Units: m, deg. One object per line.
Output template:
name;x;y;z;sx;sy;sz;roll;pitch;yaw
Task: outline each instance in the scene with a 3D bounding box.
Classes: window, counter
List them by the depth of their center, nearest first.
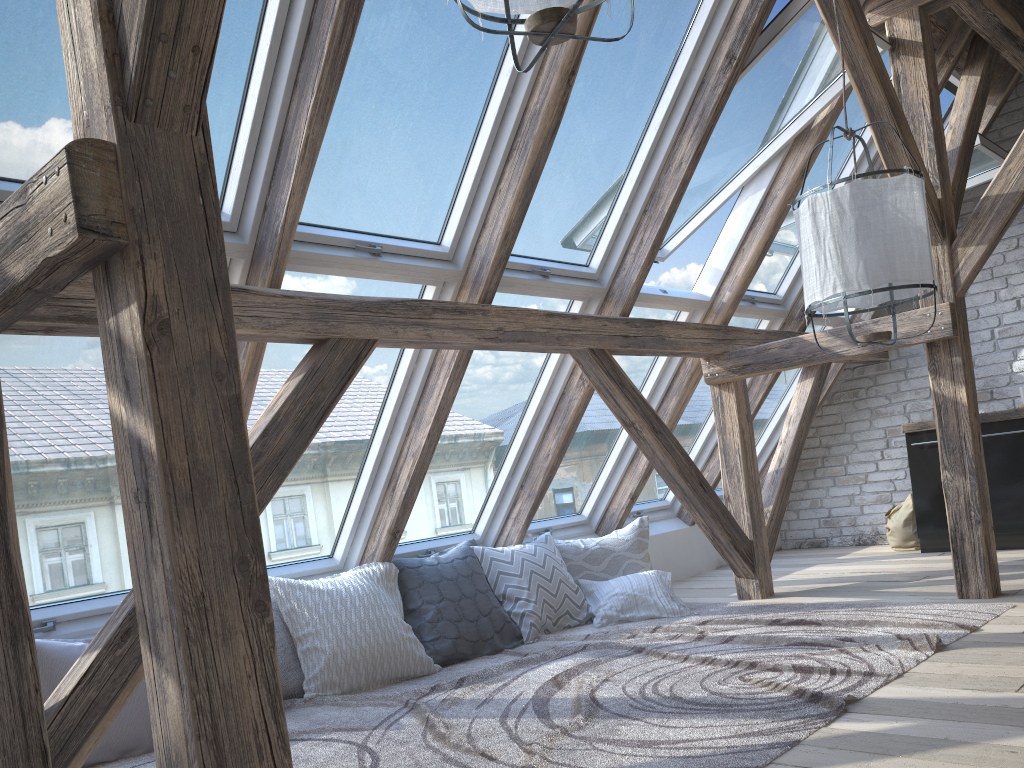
window;-0.872;-1.126;2.176;1.107;1.273;0.850;-10;-3;43
window;-0.240;-1.129;2.839;1.107;1.273;0.850;-10;-3;43
window;-1.434;0.226;2.877;1.107;1.273;0.850;-10;-3;43
window;0.393;-1.131;3.501;1.107;1.273;0.850;-10;-3;43
window;-0.801;0.223;3.540;1.107;1.273;0.850;-10;-3;43
counter;3.581;0.356;4.004;3.854;0.849;2.231;-13;-8;43
window;0.991;-1.126;4.197;1.421;1.273;0.850;-11;-4;43
window;-0.168;0.220;4.202;1.107;1.273;0.850;-10;-3;43
window;1.659;-1.137;4.826;1.107;1.273;0.850;-10;-3;43
window;0.465;0.218;4.864;1.107;1.273;0.850;-10;-3;43
window;1.097;0.215;5.526;1.107;1.273;0.850;-10;-3;43
window;2.247;-1.129;5.531;1.536;1.273;0.850;-11;-4;43
window;1.730;0.212;6.189;1.107;1.273;0.850;-10;-3;43

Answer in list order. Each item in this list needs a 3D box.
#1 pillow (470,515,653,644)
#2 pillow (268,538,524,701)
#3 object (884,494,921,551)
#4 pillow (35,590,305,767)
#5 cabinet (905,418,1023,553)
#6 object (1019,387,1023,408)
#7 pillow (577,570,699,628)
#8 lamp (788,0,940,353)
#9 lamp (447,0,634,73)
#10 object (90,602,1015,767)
pillow;0.310;1.050;4.769;1.148;0.532;0.506;-3;-5;-41
pillow;-0.481;1.033;4.007;0.472;0.561;1.266;-10;-6;44
object;2.717;0.944;6.080;0.336;0.388;0.396;-6;-3;-21
pillow;-1.178;1.075;3.311;0.439;0.522;1.129;-9;-5;36
cabinet;3.669;-0.500;3.907;4.260;2.500;2.080;-12;-5;43
object;3.309;0.053;5.361;0.384;0.133;0.588;-11;-7;32
pillow;0.650;1.132;4.646;0.536;0.241;0.479;-7;-5;-5
lamp;1.070;-1.065;2.868;0.407;1.891;0.400;-7;0;-5
lamp;0.004;-1.352;1.791;0.409;1.302;0.398;-7;0;20
object;0.251;1.101;3.348;2.212;0.056;3.172;-14;-9;43
